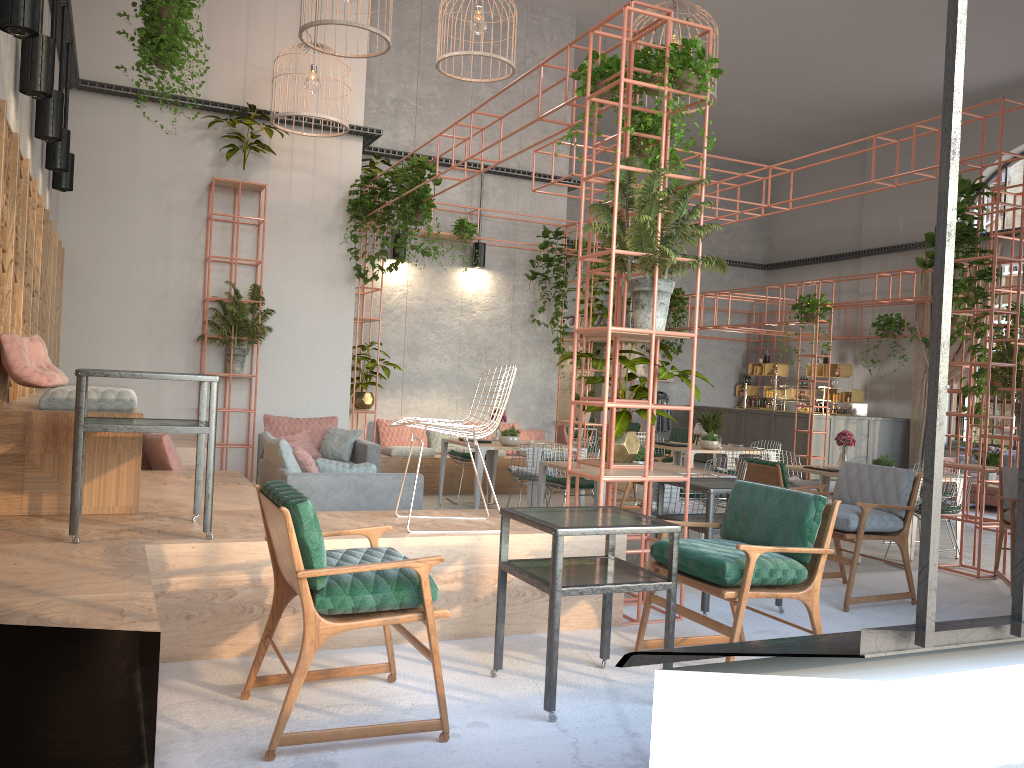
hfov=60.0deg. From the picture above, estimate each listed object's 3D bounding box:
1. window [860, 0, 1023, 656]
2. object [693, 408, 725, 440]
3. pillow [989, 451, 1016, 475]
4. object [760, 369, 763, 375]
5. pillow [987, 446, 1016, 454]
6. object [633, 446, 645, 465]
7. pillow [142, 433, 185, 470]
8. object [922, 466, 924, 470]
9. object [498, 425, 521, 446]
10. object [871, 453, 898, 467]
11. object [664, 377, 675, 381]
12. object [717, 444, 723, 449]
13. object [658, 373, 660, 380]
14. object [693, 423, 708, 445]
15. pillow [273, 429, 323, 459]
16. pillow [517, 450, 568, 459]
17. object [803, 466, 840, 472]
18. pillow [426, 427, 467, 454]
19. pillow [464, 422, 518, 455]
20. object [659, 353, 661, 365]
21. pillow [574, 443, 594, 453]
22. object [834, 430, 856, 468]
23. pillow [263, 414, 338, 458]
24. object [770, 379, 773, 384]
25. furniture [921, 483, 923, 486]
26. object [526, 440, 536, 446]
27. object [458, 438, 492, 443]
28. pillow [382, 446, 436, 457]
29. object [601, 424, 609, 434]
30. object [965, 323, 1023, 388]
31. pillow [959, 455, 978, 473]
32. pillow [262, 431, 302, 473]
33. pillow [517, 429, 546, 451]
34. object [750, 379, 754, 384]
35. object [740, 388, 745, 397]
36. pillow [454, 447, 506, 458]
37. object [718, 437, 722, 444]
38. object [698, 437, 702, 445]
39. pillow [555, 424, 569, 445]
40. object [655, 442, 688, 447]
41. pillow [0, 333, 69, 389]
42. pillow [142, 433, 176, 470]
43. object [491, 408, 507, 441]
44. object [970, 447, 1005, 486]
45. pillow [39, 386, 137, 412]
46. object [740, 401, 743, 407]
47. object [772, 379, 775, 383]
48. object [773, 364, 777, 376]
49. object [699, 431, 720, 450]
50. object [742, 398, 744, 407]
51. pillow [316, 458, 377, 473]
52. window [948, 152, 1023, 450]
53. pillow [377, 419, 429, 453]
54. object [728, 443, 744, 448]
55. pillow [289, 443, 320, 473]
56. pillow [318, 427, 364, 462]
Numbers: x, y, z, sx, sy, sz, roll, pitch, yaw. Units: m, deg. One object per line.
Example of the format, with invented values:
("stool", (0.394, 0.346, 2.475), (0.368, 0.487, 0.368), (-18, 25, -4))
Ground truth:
("window", (1.650, -1.897, 2.903), (4.126, 5.544, 0.089), (3, 0, -24))
("object", (2.641, 0.578, 11.826), (0.438, 0.527, 0.368), (3, 0, -24))
("pillow", (8.223, 1.343, 14.965), (0.289, 0.385, 0.666), (3, 0, -24))
("object", (5.853, -0.272, 20.695), (0.123, 0.142, 0.141), (3, 0, -24))
("pillow", (8.367, 1.318, 15.015), (0.276, 0.474, 0.839), (3, 0, -24))
("object", (1.098, 0.656, 7.737), (0.247, 0.247, 0.252), (3, 0, -25))
("pillow", (-2.876, 0.620, 7.329), (0.276, 0.474, 0.839), (3, 0, -34))
("object", (6.840, 1.418, 14.636), (0.199, 0.145, 0.156), (3, 0, -10))
("object", (-0.030, 0.591, 10.226), (0.248, 0.247, 0.254), (3, 0, -24))
("object", (3.700, 0.809, 8.867), (0.247, 0.247, 0.252), (3, 0, -25))
("object", (3.661, -0.153, 20.626), (0.219, 0.149, 0.129), (3, 0, -24))
("object", (2.710, 0.813, 11.646), (0.115, 0.078, 0.115), (3, 0, -19))
("object", (3.392, -0.172, 20.494), (0.063, 0.151, 0.063), (3, 0, -38))
("object", (2.607, 0.693, 12.152), (0.241, 0.313, 0.241), (3, 0, 21))
("pillow", (-2.342, 0.655, 9.567), (0.479, 0.317, 0.441), (3, 0, -43))
("pillow", (0.458, 1.026, 13.061), (0.637, 0.149, 0.491), (3, 0, -23))
("object", (3.287, 0.894, 9.246), (0.268, 0.031, 0.427), (3, 0, -24))
("pillow", (-0.928, 0.818, 12.869), (0.666, 0.385, 0.289), (3, 0, -29))
("pillow", (-0.336, 0.799, 13.112), (0.839, 0.474, 0.276), (3, 0, -4))
("object", (3.373, -0.616, 20.479), (0.136, 0.336, 0.145), (3, 0, -10))
("pillow", (0.983, 1.048, 14.530), (0.491, 0.149, 0.637), (3, 0, -23))
("object", (3.625, 0.706, 9.660), (0.213, 0.414, 0.225), (3, 0, -32))
("pillow", (-2.341, 0.589, 9.860), (0.836, 0.476, 0.273), (3, 0, -24))
("object", (5.962, -0.033, 20.387), (0.083, 0.159, 0.083), (3, 0, -15))
("furniture", (5.854, 1.618, 14.089), (0.941, 0.446, 0.976), (3, 0, -24))
("object", (0.223, 0.690, 10.516), (0.115, 0.078, 0.115), (3, 0, -19))
("object", (-0.444, 0.676, 10.607), (0.268, 0.031, 0.427), (3, 0, -24))
("pillow", (-1.420, 0.934, 12.207), (0.637, 0.149, 0.491), (3, 0, -23))
("object", (0.960, 0.563, 8.449), (0.213, 0.414, 0.225), (3, 0, -32))
("object", (6.567, -0.361, 11.841), (0.923, 0.946, 0.924), (3, 0, 32))
("pillow", (7.850, 1.373, 15.056), (0.500, 0.324, 0.307), (3, 0, 11))
("pillow", (-1.753, 0.627, 6.827), (0.276, 0.474, 0.839), (3, 0, -24))
("pillow", (0.238, 0.875, 13.398), (0.666, 0.385, 0.289), (3, 0, -29))
("object", (5.736, -0.041, 21.203), (0.115, 0.147, 0.115), (3, 0, 20))
("object", (5.539, 0.201, 21.284), (0.131, 0.207, 0.131), (3, 0, 21))
("pillow", (-0.467, 0.980, 12.641), (0.637, 0.149, 0.491), (3, 0, -23))
("object", (2.811, 0.787, 12.100), (0.095, 0.119, 0.095), (3, 0, 0))
("object", (2.692, 0.768, 12.280), (0.165, 0.154, 0.210), (3, 0, -35))
("pillow", (0.652, 0.846, 14.257), (0.276, 0.474, 0.839), (3, 0, -34))
("object", (2.123, 0.802, 11.773), (0.268, 0.031, 0.427), (3, 0, -24))
("pillow", (-2.724, -0.129, 5.117), (0.307, 0.324, 0.499), (3, 0, -9))
("pillow", (-3.405, 0.589, 8.495), (0.276, 0.474, 0.839), (3, 0, -4))
("object", (-0.171, 0.497, 10.944), (0.213, 0.414, 0.225), (3, 0, -32))
("object", (6.391, 1.098, 11.898), (0.438, 0.527, 0.368), (3, 0, -24))
("pillow", (-2.445, 0.091, 5.155), (0.491, 0.149, 0.637), (3, 0, -23))
("object", (5.516, 0.481, 21.263), (0.073, 0.131, 0.073), (3, 0, 1))
("object", (6.000, -0.031, 20.304), (0.083, 0.159, 0.083), (3, 0, -15))
("object", (6.070, -0.319, 20.375), (0.137, 0.261, 0.137), (3, 0, 12))
("object", (2.537, 0.717, 11.393), (0.248, 0.247, 0.254), (3, 0, -24))
("object", (5.544, 0.443, 21.179), (0.070, 0.209, 0.070), (3, 0, -34))
("pillow", (-1.245, 0.734, 6.786), (0.499, 0.324, 0.307), (3, 0, 11))
("window", (9.495, -1.544, 15.376), (0.089, 5.538, 4.127), (3, 0, -24))
("pillow", (-1.519, 0.740, 12.622), (0.839, 0.474, 0.276), (3, 0, -34))
("object", (3.050, 0.839, 12.084), (0.218, 0.041, 0.218), (3, 0, -16))
("pillow", (-1.613, 0.666, 6.877), (0.289, 0.385, 0.666), (3, 0, -24))
("pillow", (-1.908, 0.658, 9.704), (0.495, 0.349, 0.308), (3, 0, 25))
